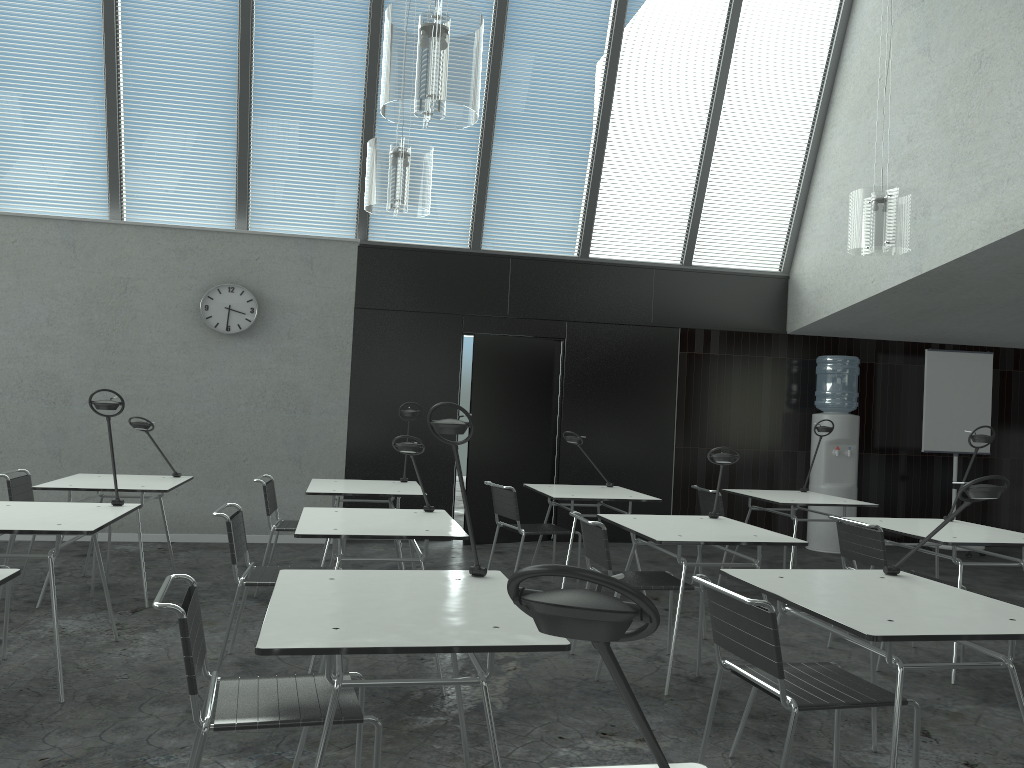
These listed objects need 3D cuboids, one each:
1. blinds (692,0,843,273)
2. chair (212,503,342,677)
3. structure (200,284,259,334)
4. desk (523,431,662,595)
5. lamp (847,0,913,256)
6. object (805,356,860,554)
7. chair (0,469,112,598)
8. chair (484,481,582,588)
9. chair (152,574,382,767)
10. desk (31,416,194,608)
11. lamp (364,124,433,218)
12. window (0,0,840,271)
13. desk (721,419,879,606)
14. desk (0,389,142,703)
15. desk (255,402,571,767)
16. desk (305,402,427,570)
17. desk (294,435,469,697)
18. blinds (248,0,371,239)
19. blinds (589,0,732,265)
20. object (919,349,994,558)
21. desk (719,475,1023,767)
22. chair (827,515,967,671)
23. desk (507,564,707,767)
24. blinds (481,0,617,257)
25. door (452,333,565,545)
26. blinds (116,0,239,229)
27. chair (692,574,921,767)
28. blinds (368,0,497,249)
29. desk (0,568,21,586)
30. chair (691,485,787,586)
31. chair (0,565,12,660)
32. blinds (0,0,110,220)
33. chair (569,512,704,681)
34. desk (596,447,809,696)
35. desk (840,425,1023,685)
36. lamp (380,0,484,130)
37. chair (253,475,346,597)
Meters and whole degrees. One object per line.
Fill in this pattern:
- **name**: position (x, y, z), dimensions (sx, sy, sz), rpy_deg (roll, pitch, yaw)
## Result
- **blinds**: position (2.273, -2.689, 7.805), dimensions (0.889, 2.982, 1.106), rpy_deg (3, -2, -11)
- **chair**: position (-1.027, 0.996, 3.907), dimensions (0.555, 0.765, 0.428), rpy_deg (3, -2, -9)
- **structure**: position (-2.274, -0.668, 7.141), dimensions (0.446, 0.446, 0.077), rpy_deg (3, -2, -11)
- **desk**: position (0.499, 0.931, 5.862), dimensions (0.700, 1.153, 0.900), rpy_deg (3, -2, -11)
- **lamp**: position (2.323, -2.331, 5.504), dimensions (0.359, 2.848, 0.350), rpy_deg (3, -2, -11)
- **object**: position (2.956, 0.704, 8.134), dimensions (0.436, 1.967, 0.436), rpy_deg (3, -2, -22)
- **chair**: position (-2.674, 0.958, 5.178), dimensions (0.555, 0.765, 0.428), rpy_deg (3, -2, -12)
- **chair**: position (0.119, 1.103, 5.749), dimensions (0.555, 0.765, 0.428), rpy_deg (3, -2, -23)
- **chair**: position (-0.639, 0.967, 2.299), dimensions (0.555, 0.765, 0.428), rpy_deg (3, -2, -16)
- **desk**: position (-2.333, 0.784, 5.260), dimensions (0.700, 1.153, 0.900), rpy_deg (3, -2, -11)
- **lamp**: position (-0.567, -2.481, 4.923), dimensions (0.359, 2.848, 0.350), rpy_deg (3, -2, -11)
- **window**: position (-3.542, -3.005, 6.671), dimensions (12.775, 3.101, 1.144), rpy_deg (3, -2, -11)
- **desk**: position (1.956, 0.922, 6.120), dimensions (0.700, 1.321, 0.900), rpy_deg (3, -2, -11)
- **desk**: position (-2.025, 0.669, 3.733), dimensions (0.700, 1.321, 0.900), rpy_deg (3, -2, -11)
- **desk**: position (-0.295, 0.709, 2.386), dimensions (0.700, 1.321, 0.900), rpy_deg (3, -2, -11)
- **desk**: position (-0.922, 0.774, 5.575), dimensions (0.700, 1.321, 0.900), rpy_deg (3, -2, -10)
- **desk**: position (-0.606, 0.826, 3.992), dimensions (0.700, 1.153, 0.900), rpy_deg (3, -2, -11)
- **blinds**: position (-1.601, -2.873, 7.032), dimensions (0.889, 2.949, 1.094), rpy_deg (3, -2, -11)
- **blinds**: position (1.304, -2.739, 7.610), dimensions (0.889, 2.982, 1.106), rpy_deg (3, -2, -11)
- **object**: position (4.134, 0.699, 8.271), dimensions (0.560, 2.091, 0.553), rpy_deg (1, -2, 42)
- **desk**: position (1.143, 0.869, 2.722), dimensions (0.700, 1.153, 0.900), rpy_deg (3, -2, -11)
- **chair**: position (1.923, 1.148, 4.475), dimensions (0.555, 0.765, 0.428), rpy_deg (3, -2, -12)
- **desk**: position (0.033, 0.763, 0.853), dimensions (0.700, 1.153, 0.900), rpy_deg (3, -2, -11)
- **blinds**: position (0.334, -2.773, 7.421), dimensions (0.889, 2.949, 1.094), rpy_deg (3, -2, -11)
- **door**: position (-0.010, 0.530, 7.775), dimensions (0.940, 2.020, 0.365), rpy_deg (3, -2, -11)
- **blinds**: position (-2.570, -2.923, 6.837), dimensions (0.889, 2.949, 1.094), rpy_deg (3, -2, -11)
- **chair**: position (0.841, 1.044, 2.615), dimensions (0.555, 0.765, 0.428), rpy_deg (3, -2, -15)
- **blinds**: position (-0.633, -2.823, 7.226), dimensions (0.889, 2.949, 1.094), rpy_deg (3, -2, -11)
- **desk**: position (-1.700, 0.720, 2.096), dimensions (0.700, 1.153, 0.900), rpy_deg (3, -2, -11)
- **chair**: position (1.527, 1.176, 6.043), dimensions (0.555, 0.765, 0.428), rpy_deg (3, -2, -10)
- **chair**: position (-2.410, 0.924, 3.621), dimensions (0.555, 0.765, 0.428), rpy_deg (3, -2, -11)
- **blinds**: position (-3.538, -2.973, 6.642), dimensions (0.889, 2.949, 1.094), rpy_deg (3, -2, -11)
- **chair**: position (0.561, 1.076, 4.144), dimensions (0.555, 0.765, 0.428), rpy_deg (3, -2, -11)
- **desk**: position (0.858, 0.900, 4.221), dimensions (0.700, 1.153, 0.900), rpy_deg (3, -2, -11)
- **desk**: position (2.241, 0.889, 4.554), dimensions (0.700, 1.321, 0.900), rpy_deg (3, -2, -10)
- **lamp**: position (-0.249, -2.244, 3.276), dimensions (0.359, 2.307, 0.350), rpy_deg (3, -2, -11)
- **chair**: position (-1.309, 1.029, 5.470), dimensions (0.555, 0.765, 0.428), rpy_deg (3, -2, -8)
